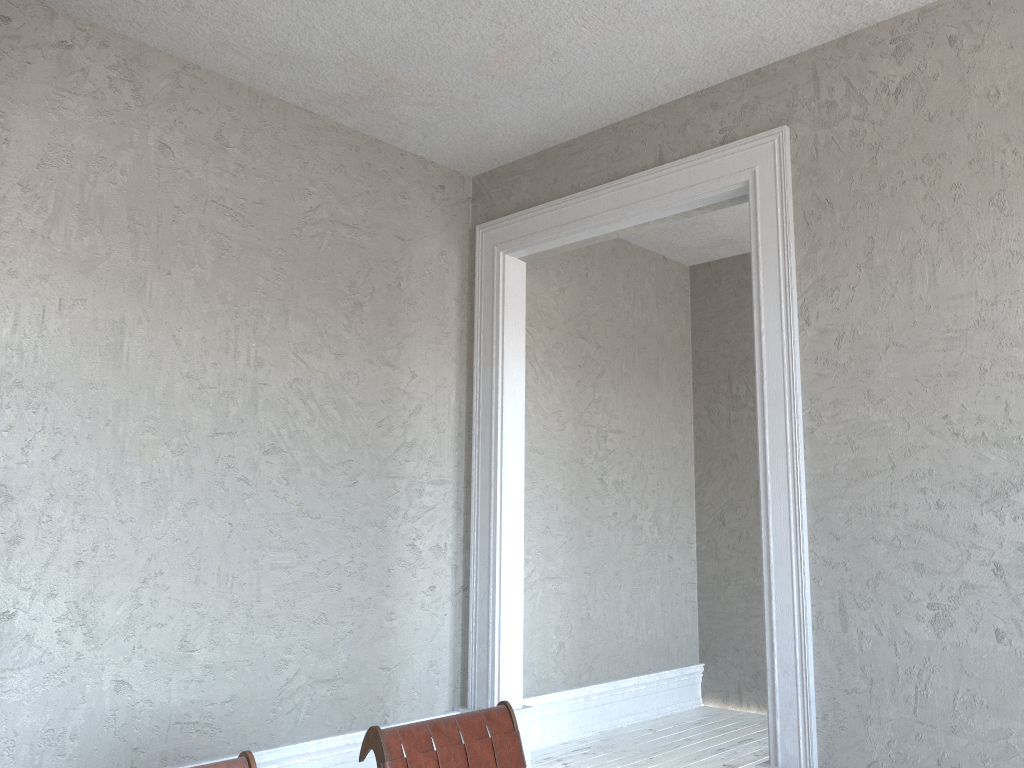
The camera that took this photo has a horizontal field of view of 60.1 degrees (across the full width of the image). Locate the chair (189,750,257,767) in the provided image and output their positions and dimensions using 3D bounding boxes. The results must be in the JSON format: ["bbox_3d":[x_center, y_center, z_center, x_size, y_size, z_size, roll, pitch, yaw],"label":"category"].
[{"bbox_3d":[-0.477,1.134,1.544,0.995,0.721,0.518,-8,-13,42],"label":"chair"}]

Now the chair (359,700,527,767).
[{"bbox_3d":[0.119,1.243,2.175,0.995,0.721,0.518,-8,-13,42],"label":"chair"}]
